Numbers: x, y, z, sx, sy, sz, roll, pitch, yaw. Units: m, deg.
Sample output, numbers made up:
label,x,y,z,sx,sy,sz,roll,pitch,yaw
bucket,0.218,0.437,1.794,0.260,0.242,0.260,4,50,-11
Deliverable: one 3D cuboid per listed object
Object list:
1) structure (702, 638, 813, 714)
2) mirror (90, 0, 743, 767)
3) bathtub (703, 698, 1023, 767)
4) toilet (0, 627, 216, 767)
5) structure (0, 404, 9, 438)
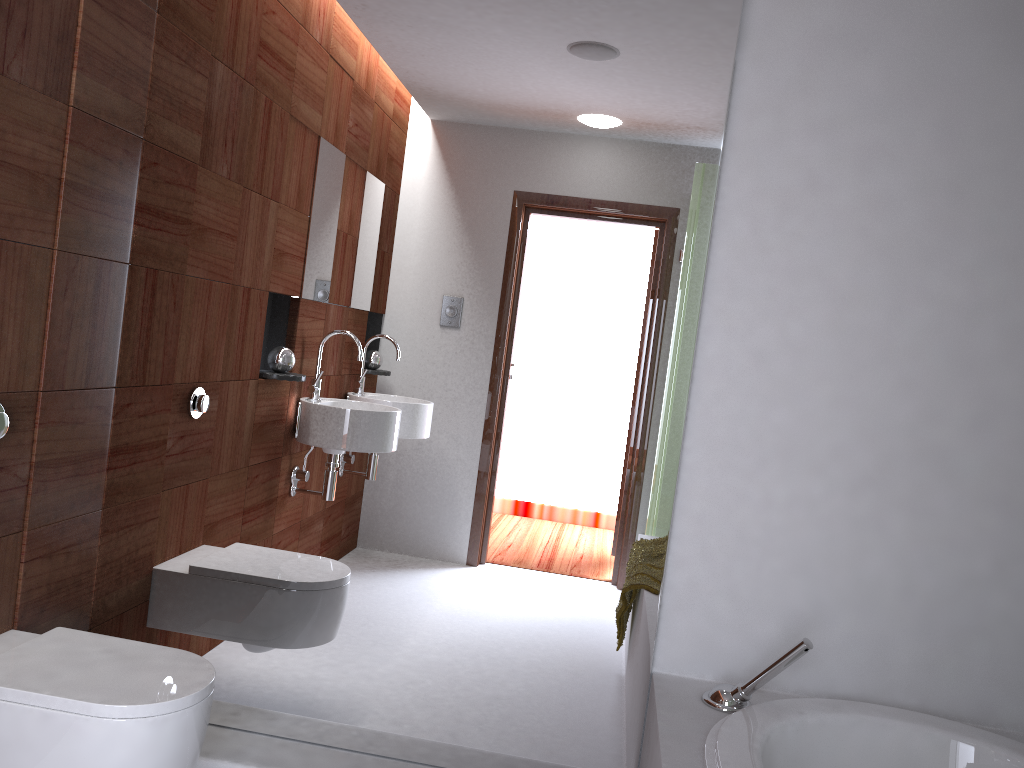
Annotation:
label,x,y,z,sx,sy,sz,roll,pitch,yaw
structure,0.544,0.648,1.957,0.239,0.257,0.112,9,3,38
mirror,-0.272,-0.165,2.189,1.433,2.183,0.019,8,2,7
bathtub,0.720,0.965,1.215,0.881,0.424,1.683,8,2,7
toilet,-0.896,0.709,1.812,0.547,0.284,0.329,8,2,7
structure,-1.069,0.083,1.826,0.034,0.098,0.098,8,2,7
